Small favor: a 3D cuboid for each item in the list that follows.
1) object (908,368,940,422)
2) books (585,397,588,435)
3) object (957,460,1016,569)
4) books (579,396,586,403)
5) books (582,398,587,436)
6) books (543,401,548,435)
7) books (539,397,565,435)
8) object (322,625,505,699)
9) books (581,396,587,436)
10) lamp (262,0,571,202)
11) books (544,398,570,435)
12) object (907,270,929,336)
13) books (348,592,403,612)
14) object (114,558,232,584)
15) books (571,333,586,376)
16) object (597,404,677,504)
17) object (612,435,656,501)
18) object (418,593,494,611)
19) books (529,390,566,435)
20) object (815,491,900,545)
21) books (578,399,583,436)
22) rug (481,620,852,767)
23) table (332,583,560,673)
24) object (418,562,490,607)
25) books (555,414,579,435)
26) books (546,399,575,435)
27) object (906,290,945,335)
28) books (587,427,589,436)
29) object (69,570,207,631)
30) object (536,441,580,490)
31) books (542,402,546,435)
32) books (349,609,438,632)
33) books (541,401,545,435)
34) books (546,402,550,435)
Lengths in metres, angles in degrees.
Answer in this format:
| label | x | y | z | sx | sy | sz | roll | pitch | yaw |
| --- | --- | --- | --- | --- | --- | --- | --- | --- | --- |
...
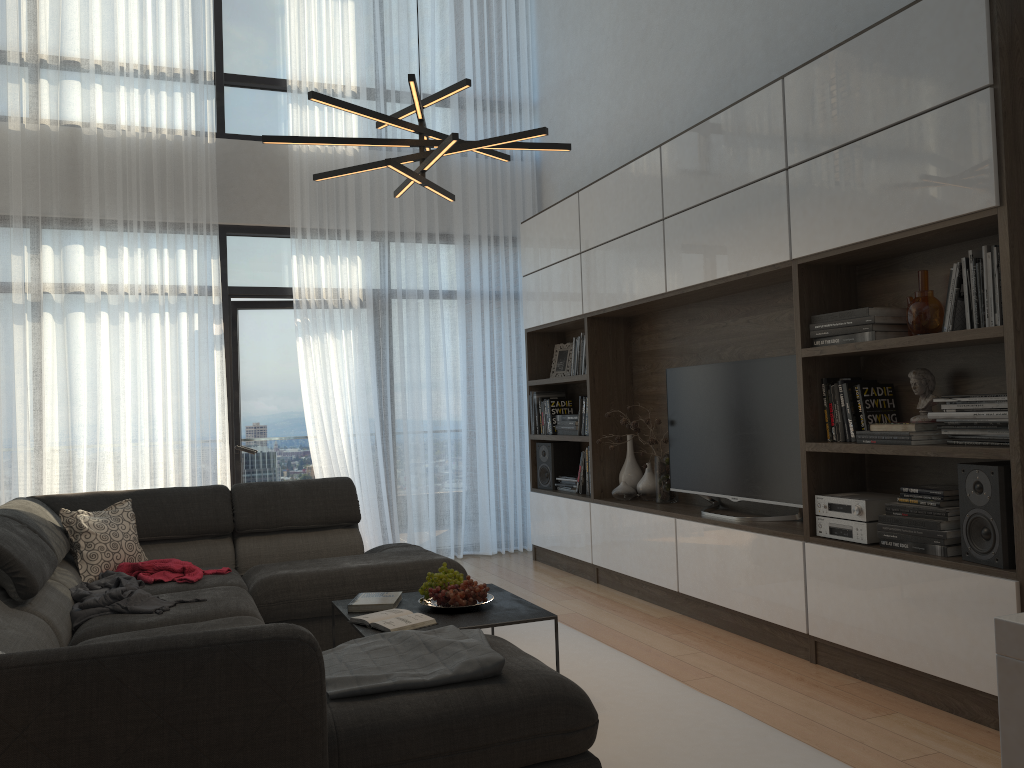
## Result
| label | x | y | z | sx | sy | sz | roll | pitch | yaw |
| --- | --- | --- | --- | --- | --- | --- | --- | --- | --- |
| object | 1.590 | 0.042 | 3.413 | 0.116 | 0.207 | 0.117 | -3 | -2 | 19 |
| books | 0.568 | 0.206 | 5.717 | 0.191 | 0.249 | 0.084 | -1 | -2 | -21 |
| object | 1.678 | 0.434 | 2.991 | 0.244 | 0.331 | 0.214 | -2 | -2 | -11 |
| books | 0.531 | 0.206 | 5.821 | 0.197 | 0.260 | 0.066 | -1 | -2 | -21 |
| books | 0.543 | 0.211 | 5.748 | 0.179 | 0.243 | 0.071 | -1 | -2 | -23 |
| books | 0.309 | 0.237 | 6.314 | 0.169 | 0.242 | 0.050 | -1 | -2 | -22 |
| books | 0.296 | 0.228 | 6.394 | 0.202 | 0.268 | 0.053 | -1 | -2 | -22 |
| object | -0.303 | 0.891 | 2.497 | 0.548 | 0.369 | 0.685 | -2 | -2 | -14 |
| books | 0.546 | 0.207 | 5.777 | 0.192 | 0.254 | 0.075 | -1 | -2 | -22 |
| lamp | -0.410 | -2.595 | 3.509 | 1.200 | 3.645 | 0.831 | -2 | -2 | -11 |
| books | 0.329 | 0.231 | 6.292 | 0.193 | 0.255 | 0.066 | -1 | -2 | -22 |
| object | 1.568 | -0.302 | 3.423 | 0.081 | 0.265 | 0.082 | -2 | -2 | 0 |
| books | -0.540 | 0.864 | 3.518 | 0.179 | 0.029 | 0.225 | -2 | -2 | 1 |
| object | -1.569 | 0.830 | 3.958 | 0.536 | 0.077 | 0.323 | -2 | -2 | 13 |
| books | 0.547 | -0.203 | 5.989 | 0.185 | 0.299 | 0.367 | -1 | -2 | -21 |
| object | 0.770 | 0.404 | 5.271 | 0.542 | 0.598 | 0.317 | -2 | -2 | 14 |
| object | 0.780 | 0.510 | 5.457 | 0.313 | 0.397 | 0.313 | -3 | -2 | 21 |
| object | -0.218 | 0.852 | 3.464 | 0.295 | 0.026 | 0.295 | -1 | -2 | -28 |
| books | 0.267 | 0.209 | 6.480 | 0.259 | 0.321 | 0.128 | -1 | -2 | -21 |
| object | 1.429 | 0.541 | 3.600 | 0.270 | 0.174 | 0.285 | -1 | -2 | -21 |
| books | 0.513 | 0.216 | 5.790 | 0.172 | 0.242 | 0.069 | -1 | -2 | -21 |
| rug | -0.123 | 1.196 | 3.336 | 1.606 | 0.013 | 2.496 | -1 | -2 | -22 |
| table | -0.281 | 1.029 | 3.431 | 0.700 | 0.323 | 0.700 | -1 | -2 | -21 |
| object | -0.212 | 0.782 | 3.463 | 0.256 | 0.173 | 0.279 | -1 | -2 | -24 |
| books | 0.485 | 0.275 | 6.050 | 0.277 | 0.137 | 0.343 | -1 | -2 | -21 |
| books | 0.349 | 0.230 | 6.230 | 0.191 | 0.249 | 0.083 | -1 | -2 | -21 |
| object | 1.530 | -0.258 | 3.285 | 0.130 | 0.171 | 0.130 | -3 | -2 | 18 |
| books | 0.581 | 0.200 | 5.686 | 0.197 | 0.260 | 0.066 | -1 | -2 | -21 |
| object | -1.591 | 0.844 | 3.506 | 0.905 | 0.118 | 0.411 | -4 | -2 | 44 |
| object | 0.330 | 0.587 | 6.425 | 0.244 | 0.331 | 0.214 | -1 | -2 | -31 |
| books | 0.308 | 0.242 | 6.338 | 0.170 | 0.236 | 0.049 | -1 | -2 | -21 |
| books | -0.433 | 0.853 | 3.211 | 0.199 | 0.025 | 0.294 | 0 | -2 | -42 |
| books | 0.305 | 0.242 | 6.363 | 0.189 | 0.240 | 0.053 | -1 | -2 | -21 |
| books | 0.333 | 0.235 | 6.261 | 0.177 | 0.242 | 0.066 | -1 | -2 | -22 |
